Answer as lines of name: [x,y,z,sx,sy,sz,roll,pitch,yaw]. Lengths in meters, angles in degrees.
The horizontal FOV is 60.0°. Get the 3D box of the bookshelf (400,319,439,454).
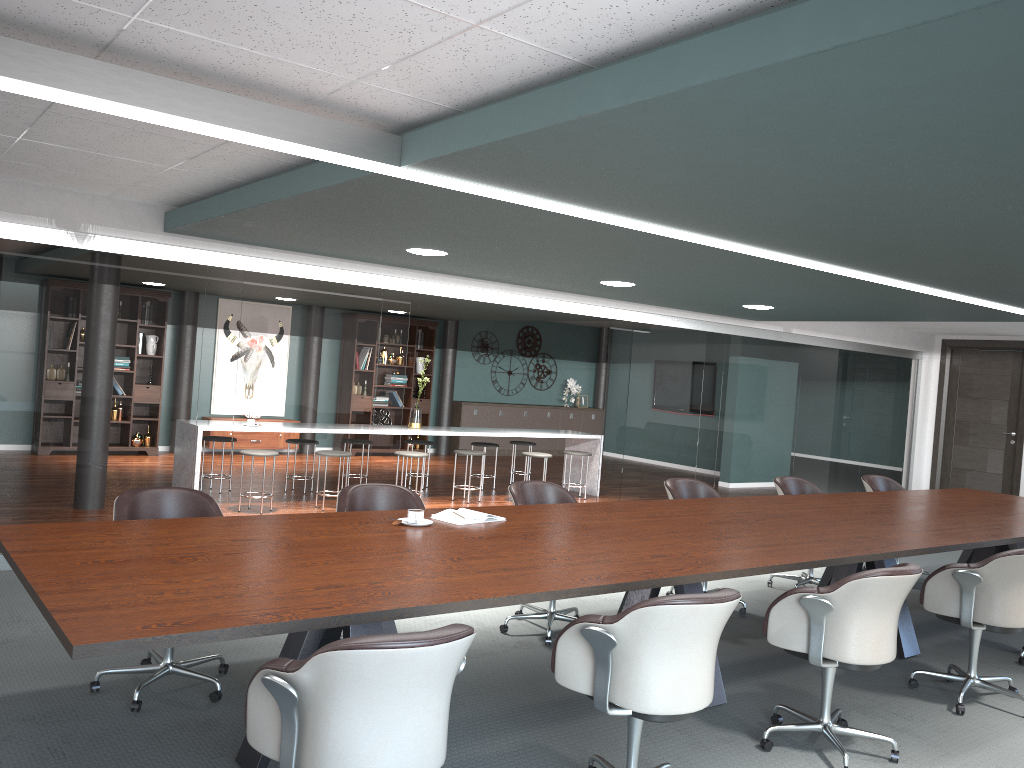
bookshelf: [-1.817,0.031,12.778,1.339,1.984,0.482,4,1,-37]

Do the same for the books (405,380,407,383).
books: [-1.685,-0.040,12.858,0.248,0.042,0.194,4,1,-37]

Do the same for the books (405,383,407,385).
books: [-1.686,-0.005,12.861,0.286,0.027,0.184,4,1,-37]

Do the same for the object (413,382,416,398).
object: [-1.442,0.090,13.001,0.077,0.228,0.077,5,1,36]

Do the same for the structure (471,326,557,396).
structure: [0.069,-0.386,14.498,1.791,1.178,0.017,4,1,-37]

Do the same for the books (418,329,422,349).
books: [-1.392,-0.660,13.022,0.027,0.286,0.184,4,1,-37]

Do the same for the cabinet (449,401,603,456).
cabinet: [-3.444,0.508,11.686,12.287,0.820,0.402,4,1,-37]

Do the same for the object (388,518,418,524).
object: [-0.442,0.555,3.572,0.155,0.012,0.034,5,1,30]

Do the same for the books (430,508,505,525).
books: [-0.186,0.565,3.813,0.180,0.032,0.285,5,1,43]

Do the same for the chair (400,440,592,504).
chair: [-1.007,0.890,9.055,4.029,0.512,1.479,4,1,-37]

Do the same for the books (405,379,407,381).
books: [-1.683,-0.070,12.858,0.268,0.016,0.205,4,1,-37]

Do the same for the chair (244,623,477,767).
chair: [-0.362,0.919,2.156,0.535,0.761,0.518,4,1,-31]

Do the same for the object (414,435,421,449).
object: [-1.390,0.827,13.067,0.108,0.256,0.108,4,1,-3]

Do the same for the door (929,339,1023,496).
door: [5.550,0.547,10.506,0.139,2.130,1.038,4,1,-37]

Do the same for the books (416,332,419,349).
books: [-1.436,-0.643,12.990,0.042,0.248,0.194,4,1,-37]

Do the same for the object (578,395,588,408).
object: [1.206,0.297,15.044,0.174,0.207,0.042,4,1,-18]

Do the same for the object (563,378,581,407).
object: [1.028,0.143,14.995,0.221,0.495,0.600,5,1,27]

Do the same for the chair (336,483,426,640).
chair: [-0.601,0.871,4.098,0.535,0.761,0.518,4,1,-16]

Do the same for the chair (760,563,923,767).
chair: [1.257,1.025,3.390,0.523,0.761,0.533,5,1,29]

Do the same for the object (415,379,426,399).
object: [-1.355,0.064,13.083,0.116,0.286,0.215,4,1,-41]

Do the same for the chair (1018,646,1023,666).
chair: [3.024,1.140,4.722,0.523,0.761,0.533,5,1,38]

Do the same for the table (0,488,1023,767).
table: [1.299,1.040,4.445,6.694,0.706,1.374,4,1,-37]

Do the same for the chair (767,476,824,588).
chair: [2.023,1.042,6.070,0.523,0.761,0.533,5,1,34]

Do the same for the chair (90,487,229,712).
chair: [-1.357,0.822,3.527,0.535,0.761,0.518,4,1,-31]

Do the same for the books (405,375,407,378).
books: [-1.677,-0.114,12.859,0.248,0.042,0.194,4,1,-37]

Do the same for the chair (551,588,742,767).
chair: [0.428,0.971,2.763,0.523,0.761,0.533,5,1,34]

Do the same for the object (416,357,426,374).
object: [-1.401,-0.286,13.081,0.268,0.262,0.137,4,1,3]

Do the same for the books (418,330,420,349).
books: [-1.411,-0.653,13.008,0.016,0.268,0.205,4,1,-37]

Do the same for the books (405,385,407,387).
books: [-1.690,0.018,12.860,0.268,0.016,0.205,4,1,-37]

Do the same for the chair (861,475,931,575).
chair: [2.905,1.100,6.746,0.535,0.761,0.518,4,1,-31]

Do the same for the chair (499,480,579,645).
chair: [0.206,0.924,4.707,0.535,0.761,0.518,4,1,-31]

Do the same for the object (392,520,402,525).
object: [-0.460,0.553,3.548,0.041,0.021,0.044,4,1,-45]

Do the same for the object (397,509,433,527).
object: [-0.391,0.541,3.597,0.146,0.056,0.146,4,1,-13]

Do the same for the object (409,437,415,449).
object: [-1.474,0.863,12.947,0.144,0.175,0.073,4,1,-35]

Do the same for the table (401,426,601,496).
table: [-0.989,0.798,8.989,4.577,0.699,0.609,4,1,-37]

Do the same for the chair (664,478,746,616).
chair: [1.163,0.986,5.430,0.535,0.761,0.518,4,1,-31]

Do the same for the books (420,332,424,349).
books: [-1.365,-0.638,13.043,0.042,0.248,0.194,4,1,-37]

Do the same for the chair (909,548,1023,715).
chair: [2.179,1.085,4.074,0.535,0.761,0.518,4,1,-31]
